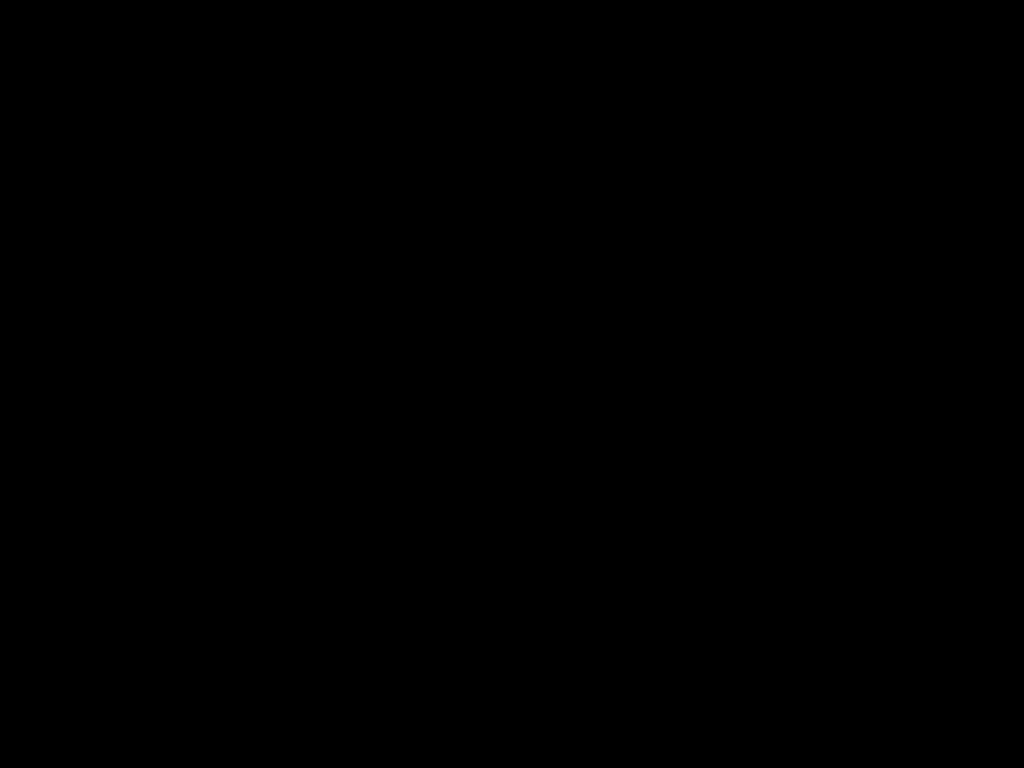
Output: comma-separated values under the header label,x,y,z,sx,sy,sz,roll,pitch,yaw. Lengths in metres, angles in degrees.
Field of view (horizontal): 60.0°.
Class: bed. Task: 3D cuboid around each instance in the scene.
label,x,y,z,sx,sy,sz,roll,pitch,yaw
bed,0.293,-0.315,1.269,2.087,0.994,3.009,2,1,23
